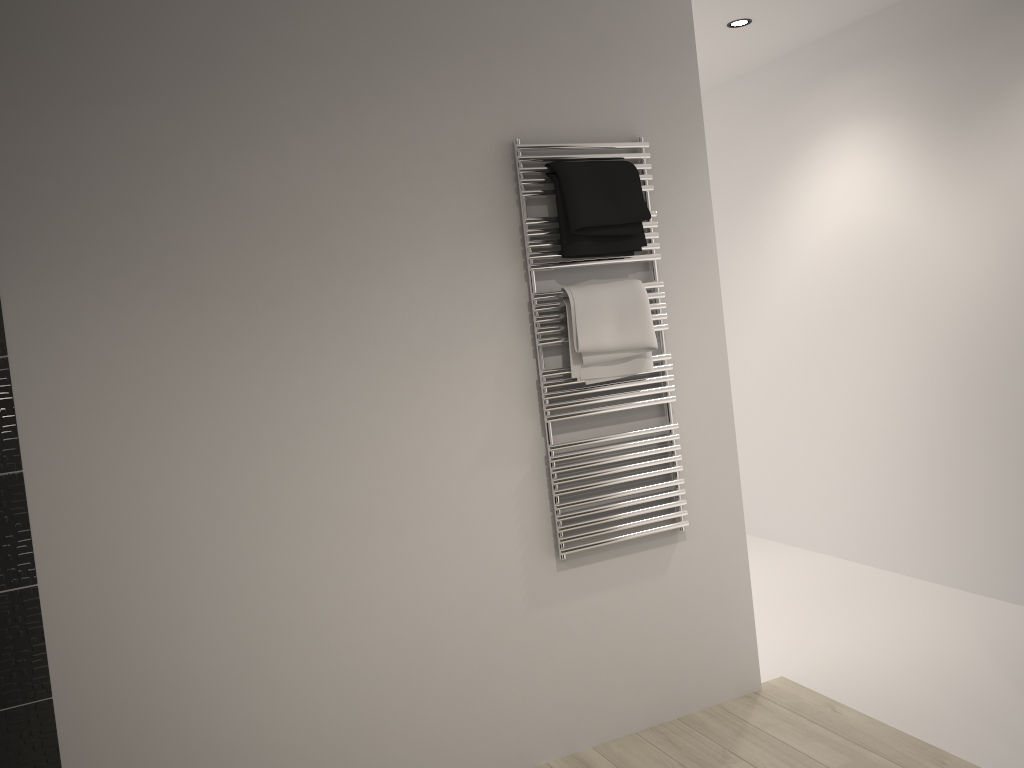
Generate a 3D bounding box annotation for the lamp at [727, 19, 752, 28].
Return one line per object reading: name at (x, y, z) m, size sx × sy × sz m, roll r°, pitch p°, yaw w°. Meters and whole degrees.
lamp at (0.980, -1.555, 3.820) m, size 0.105 × 0.004 × 0.106 m, roll -4°, pitch 4°, yaw 27°

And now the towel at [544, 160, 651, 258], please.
towel at (0.275, -0.543, 2.737) m, size 0.301 × 0.309 × 0.141 m, roll -8°, pitch 3°, yaw -27°

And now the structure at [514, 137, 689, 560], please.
structure at (0.290, -0.130, 2.792) m, size 0.473 × 1.290 × 0.039 m, roll -7°, pitch 2°, yaw -24°

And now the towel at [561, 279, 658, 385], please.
towel at (0.304, -0.164, 2.756) m, size 0.303 × 0.309 × 0.098 m, roll -8°, pitch 2°, yaw -23°
